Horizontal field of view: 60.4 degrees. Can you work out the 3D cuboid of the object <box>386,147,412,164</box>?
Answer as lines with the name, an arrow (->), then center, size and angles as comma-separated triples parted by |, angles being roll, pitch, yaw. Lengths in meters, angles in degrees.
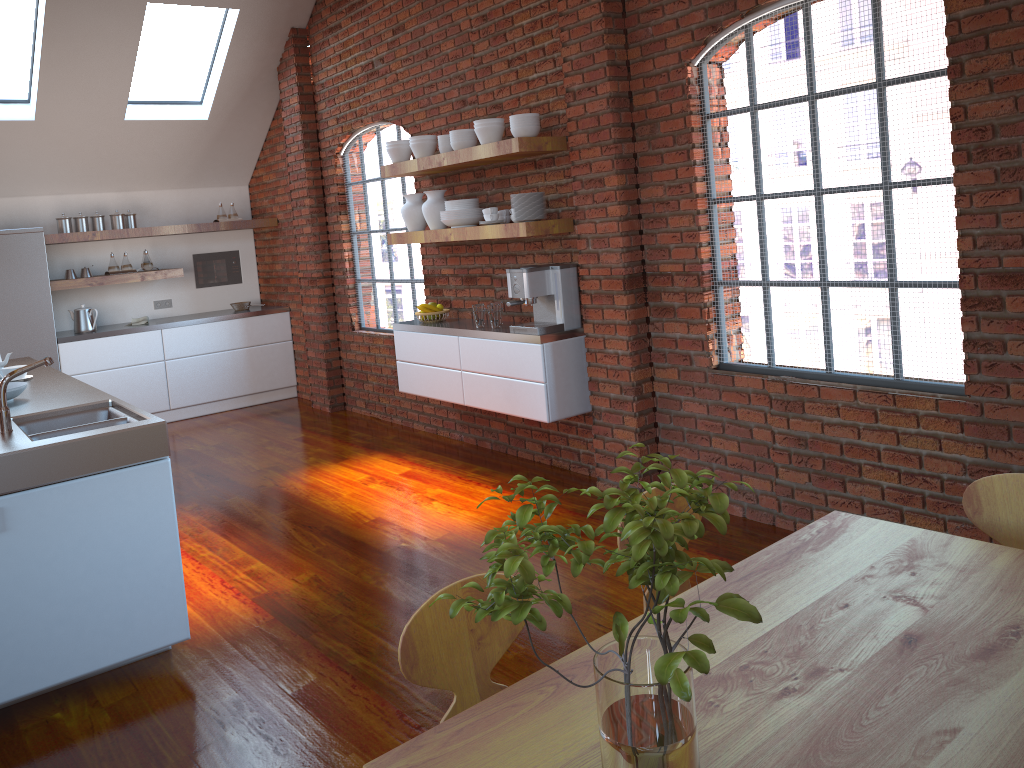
object -> -0.740, -1.511, 5.836 | 0.180, 0.103, 0.183 | -5, 9, 0

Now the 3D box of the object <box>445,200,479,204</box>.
object -> -0.307, -1.096, 5.426 | 0.214, 0.054, 0.216 | 5, 14, 44

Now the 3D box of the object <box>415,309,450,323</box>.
object -> -0.530, -0.454, 5.898 | 0.235, 0.070, 0.239 | -3, 10, 11

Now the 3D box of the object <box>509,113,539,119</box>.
object -> 0.070, -1.443, 4.828 | 0.165, 0.060, 0.168 | -5, 10, 3

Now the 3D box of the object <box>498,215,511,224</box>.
object -> -0.049, -0.988, 5.300 | 0.092, 0.046, 0.100 | 1, 11, 33

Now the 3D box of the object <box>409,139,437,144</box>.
object -> -0.567, -1.515, 5.660 | 0.180, 0.103, 0.183 | -5, 9, 0

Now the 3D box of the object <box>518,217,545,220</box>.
object -> 0.100, -0.915, 4.902 | 0.195, 0.014, 0.196 | -9, 11, -19

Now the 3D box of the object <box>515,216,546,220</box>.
object -> 0.100, -0.920, 4.902 | 0.195, 0.014, 0.196 | -9, 11, -19

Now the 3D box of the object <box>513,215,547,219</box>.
object -> 0.099, -0.925, 4.902 | 0.195, 0.014, 0.196 | -9, 11, -19

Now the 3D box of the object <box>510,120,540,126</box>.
object -> 0.074, -1.405, 4.831 | 0.165, 0.060, 0.168 | -5, 10, 3

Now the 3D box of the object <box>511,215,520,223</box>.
object -> 0.040, -0.954, 5.074 | 0.092, 0.046, 0.100 | -5, 9, -2

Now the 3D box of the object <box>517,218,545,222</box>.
object -> 0.100, -0.911, 4.903 | 0.195, 0.014, 0.196 | -9, 11, -19

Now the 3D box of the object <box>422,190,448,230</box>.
object -> -0.485, -1.123, 5.686 | 0.192, 0.247, 0.195 | -2, 7, 25

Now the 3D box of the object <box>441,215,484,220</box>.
object -> -0.299, -1.006, 5.432 | 0.281, 0.055, 0.286 | 3, 13, 36

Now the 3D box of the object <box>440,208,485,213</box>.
object -> -0.303, -1.047, 5.430 | 0.281, 0.055, 0.286 | 3, 13, 36

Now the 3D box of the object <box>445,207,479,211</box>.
object -> -0.303, -1.056, 5.429 | 0.214, 0.054, 0.216 | 5, 14, 44

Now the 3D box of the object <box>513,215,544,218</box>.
object -> 0.099, -0.929, 4.902 | 0.195, 0.014, 0.196 | -9, 11, -19

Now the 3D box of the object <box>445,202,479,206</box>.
object -> -0.306, -1.088, 5.427 | 0.214, 0.054, 0.216 | 5, 14, 44

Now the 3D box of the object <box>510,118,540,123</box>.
object -> 0.072, -1.418, 4.830 | 0.165, 0.060, 0.168 | -5, 10, 3

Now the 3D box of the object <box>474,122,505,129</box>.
object -> -0.126, -1.443, 5.067 | 0.179, 0.103, 0.184 | -1, 10, 24

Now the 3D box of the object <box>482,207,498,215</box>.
object -> -0.129, -0.998, 5.129 | 0.092, 0.058, 0.101 | 1, 11, 37

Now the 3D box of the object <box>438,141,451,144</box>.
object -> -0.412, -1.493, 5.533 | 0.098, 0.060, 0.100 | -5, 9, 3

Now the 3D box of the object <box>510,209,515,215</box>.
object -> 0.043, -0.986, 5.074 | 0.092, 0.058, 0.101 | -7, 9, -13

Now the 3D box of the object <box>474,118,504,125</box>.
object -> -0.128, -1.466, 5.066 | 0.179, 0.103, 0.184 | -1, 10, 24

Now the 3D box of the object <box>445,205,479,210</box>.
object -> -0.304, -1.066, 5.428 | 0.214, 0.054, 0.216 | 5, 14, 44

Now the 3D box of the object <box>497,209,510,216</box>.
object -> -0.057, -1.020, 5.299 | 0.091, 0.058, 0.101 | -2, 9, 22

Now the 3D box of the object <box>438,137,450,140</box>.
object -> -0.415, -1.518, 5.532 | 0.098, 0.060, 0.100 | -5, 9, 3

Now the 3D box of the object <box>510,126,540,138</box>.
object -> 0.076, -1.375, 4.832 | 0.165, 0.060, 0.168 | -5, 10, 3

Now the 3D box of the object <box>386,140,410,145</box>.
object -> -0.744, -1.555, 5.833 | 0.180, 0.103, 0.183 | -5, 9, 0

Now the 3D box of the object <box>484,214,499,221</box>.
object -> -0.121, -0.966, 5.128 | 0.100, 0.046, 0.092 | -13, 12, -41

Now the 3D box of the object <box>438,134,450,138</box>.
object -> -0.416, -1.531, 5.531 | 0.098, 0.060, 0.100 | -5, 9, 3

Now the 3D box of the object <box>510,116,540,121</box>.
object -> 0.071, -1.430, 4.829 | 0.165, 0.060, 0.168 | -5, 10, 3

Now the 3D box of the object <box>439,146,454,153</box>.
object -> -0.410, -1.464, 5.535 | 0.098, 0.060, 0.100 | -5, 9, 3

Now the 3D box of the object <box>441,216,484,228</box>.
object -> -0.298, -0.996, 5.433 | 0.281, 0.055, 0.286 | 3, 13, 36

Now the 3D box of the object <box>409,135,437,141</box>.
object -> -0.569, -1.538, 5.658 | 0.180, 0.103, 0.183 | -5, 9, 0

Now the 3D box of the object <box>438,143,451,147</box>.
object -> -0.411, -1.480, 5.534 | 0.098, 0.060, 0.100 | -5, 9, 3

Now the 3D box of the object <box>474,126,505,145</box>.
object -> -0.125, -1.422, 5.068 | 0.179, 0.103, 0.184 | -1, 10, 24

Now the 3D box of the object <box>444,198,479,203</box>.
object -> -0.308, -1.107, 5.426 | 0.214, 0.054, 0.216 | 5, 14, 44

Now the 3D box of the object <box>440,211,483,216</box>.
object -> -0.301, -1.028, 5.431 | 0.281, 0.055, 0.286 | 3, 13, 36

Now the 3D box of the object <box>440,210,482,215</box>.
object -> -0.302, -1.037, 5.430 | 0.281, 0.055, 0.286 | 3, 13, 36

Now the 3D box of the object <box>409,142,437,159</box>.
object -> -0.565, -1.494, 5.661 | 0.180, 0.103, 0.183 | -5, 9, 0

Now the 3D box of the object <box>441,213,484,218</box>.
object -> -0.300, -1.018, 5.431 | 0.281, 0.055, 0.286 | 3, 13, 36

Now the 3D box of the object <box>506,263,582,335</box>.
object -> 0.152, -0.482, 4.922 | 0.382, 0.367, 0.271 | -10, 8, -36

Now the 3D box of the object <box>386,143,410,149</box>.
object -> -0.742, -1.533, 5.835 | 0.180, 0.103, 0.183 | -5, 9, 0

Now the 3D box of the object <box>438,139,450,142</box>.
object -> -0.414, -1.506, 5.533 | 0.098, 0.060, 0.100 | -5, 9, 3

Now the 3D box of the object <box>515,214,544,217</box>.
object -> 0.098, -0.933, 4.901 | 0.195, 0.014, 0.196 | -9, 11, -19

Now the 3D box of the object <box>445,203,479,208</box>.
object -> -0.305, -1.077, 5.428 | 0.214, 0.054, 0.216 | 5, 14, 44

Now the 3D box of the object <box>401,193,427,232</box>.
object -> -0.649, -1.150, 5.907 | 0.192, 0.247, 0.195 | -5, 6, 3
